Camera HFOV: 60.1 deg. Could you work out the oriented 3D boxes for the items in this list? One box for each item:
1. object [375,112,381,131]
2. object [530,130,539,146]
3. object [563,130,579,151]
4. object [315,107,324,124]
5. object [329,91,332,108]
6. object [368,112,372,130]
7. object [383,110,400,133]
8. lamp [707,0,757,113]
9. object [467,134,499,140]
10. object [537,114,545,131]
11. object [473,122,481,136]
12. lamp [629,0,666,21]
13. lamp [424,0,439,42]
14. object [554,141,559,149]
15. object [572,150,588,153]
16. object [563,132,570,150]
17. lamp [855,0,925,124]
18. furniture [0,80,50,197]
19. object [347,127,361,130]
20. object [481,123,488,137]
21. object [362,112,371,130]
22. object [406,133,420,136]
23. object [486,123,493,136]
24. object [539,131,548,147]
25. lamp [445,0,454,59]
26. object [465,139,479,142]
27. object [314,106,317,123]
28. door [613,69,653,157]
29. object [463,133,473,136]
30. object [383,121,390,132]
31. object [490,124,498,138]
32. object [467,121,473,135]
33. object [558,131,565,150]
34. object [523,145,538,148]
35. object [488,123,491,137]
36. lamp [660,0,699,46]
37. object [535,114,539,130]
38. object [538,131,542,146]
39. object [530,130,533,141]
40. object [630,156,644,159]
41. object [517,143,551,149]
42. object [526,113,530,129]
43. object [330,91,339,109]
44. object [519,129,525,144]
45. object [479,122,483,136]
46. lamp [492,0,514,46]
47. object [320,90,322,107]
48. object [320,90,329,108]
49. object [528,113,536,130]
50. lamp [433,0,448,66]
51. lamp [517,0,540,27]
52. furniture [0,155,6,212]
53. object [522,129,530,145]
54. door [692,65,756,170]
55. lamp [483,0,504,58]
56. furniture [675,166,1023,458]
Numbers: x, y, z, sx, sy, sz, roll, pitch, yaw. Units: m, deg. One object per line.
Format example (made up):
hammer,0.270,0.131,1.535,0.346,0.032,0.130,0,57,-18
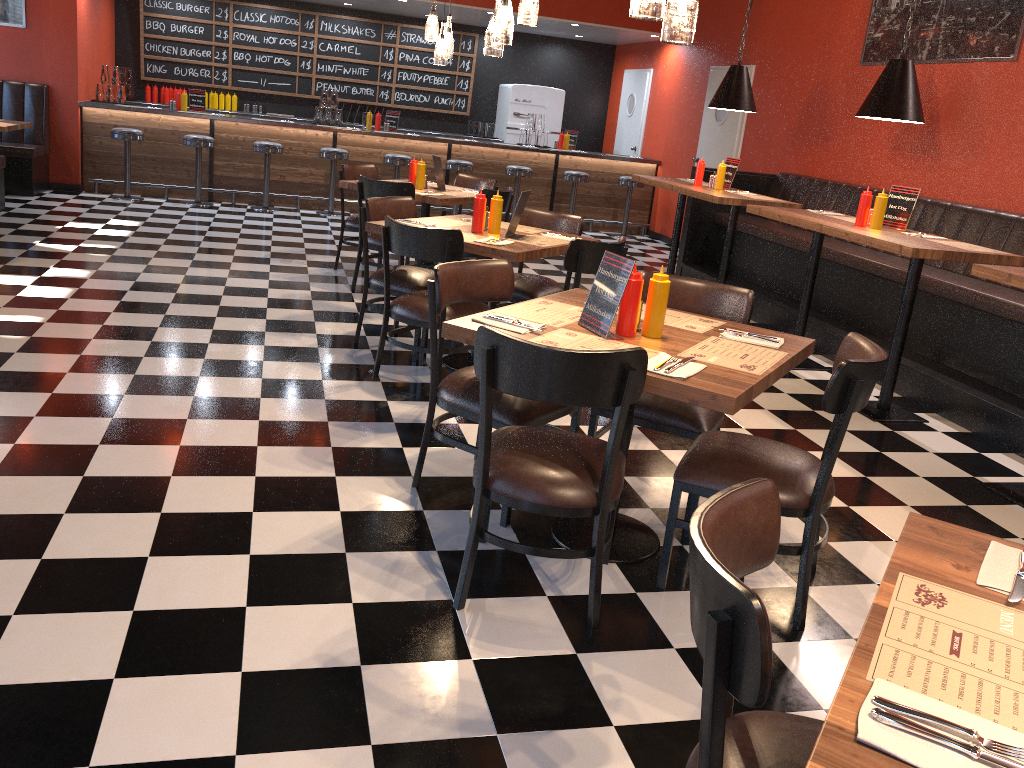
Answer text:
object,-1.677,-3.295,11.095,0.068,0.235,0.068,6,15,-3
object,0.301,-3.228,11.646,0.106,0.206,0.106,15,18,28
object,0.775,-3.259,11.843,0.189,0.254,0.073,12,16,19
object,-2.373,-3.309,10.932,0.106,0.206,0.106,15,18,28
object,-2.217,-3.535,11.015,0.106,0.206,0.106,15,18,28
object,-1.787,-3.308,11.097,0.068,0.235,0.068,6,15,-3
object,-1.515,-3.303,11.148,0.189,0.254,0.073,12,16,19
lamp,1.835,-3.117,6.684,0.383,2.021,0.385,14,17,25
object,-0.416,-3.583,12.850,0.436,0.018,0.276,2,18,-15
object,0.381,-3.424,11.607,0.106,0.206,0.106,15,18,28
object,-0.507,-3.653,12.723,0.106,0.206,0.106,15,18,28
lamp,0.525,-2.076,2.520,0.108,1.944,0.109,-3,18,-33
lamp,-0.516,-3.567,6.560,0.108,1.944,0.109,0,16,-23
object,0.606,-3.187,11.756,0.093,0.134,0.047,1,16,-20
object,0.881,-3.054,11.621,0.157,0.019,0.258,0,18,-20
object,0.724,-3.215,11.715,0.068,0.235,0.068,20,20,41
lamp,2.301,-2.503,4.880,0.383,2.021,0.385,14,17,25
furniture,-5.885,-2.655,9.313,1.708,1.141,0.714,2,16,-15
object,-1.933,-3.122,10.815,0.157,0.019,0.258,0,18,-19
object,-0.403,-3.665,12.800,0.106,0.206,0.106,15,18,28
object,-1.802,-3.247,10.944,0.106,0.206,0.106,15,18,28
object,-1.228,-3.094,10.981,0.157,0.019,0.258,6,17,0
object,-0.336,-3.749,13.096,0.106,0.206,0.106,15,18,28
object,0.421,-3.222,11.671,0.106,0.206,0.106,15,18,28
lamp,-0.401,-3.439,6.566,0.108,1.944,0.109,-2,17,-28
object,-0.512,-3.085,11.212,0.157,0.019,0.258,2,18,-14
object,-2.412,-3.345,11.032,0.106,0.206,0.106,15,18,28
door,1.652,-3.424,12.822,0.161,2.155,1.039,2,16,-15
object,-0.496,-3.679,13.131,0.436,0.018,0.276,2,18,-15
object,-1.567,-3.220,11.069,0.094,0.134,0.047,17,18,33
object,-0.267,-3.645,12.784,0.106,0.206,0.106,15,18,28
object,-0.618,-3.786,13.112,0.106,0.206,0.106,15,18,28
object,0.650,-3.206,11.657,0.068,0.235,0.068,11,16,15
object,0.229,-3.064,11.417,0.157,0.019,0.258,0,18,-19
object,-0.302,-3.681,12.890,0.106,0.206,0.106,15,18,28
lamp,0.634,-2.021,2.580,0.108,1.944,0.110,5,15,-4
object,0.349,-3.460,11.710,0.106,0.206,0.106,15,18,28
object,0.382,-3.260,11.777,0.106,0.206,0.106,15,18,28
object,0.267,-3.263,11.746,0.106,0.206,0.106,15,18,28
object,1.664,-3.031,11.833,0.157,0.019,0.258,5,17,-6
object,0.291,-3.155,11.731,0.436,0.018,0.276,2,18,-15
object,0.239,-3.460,11.671,0.106,0.206,0.106,15,18,28
object,-2.184,-3.499,10.912,0.106,0.206,0.106,15,18,28
object,0.153,-3.270,11.727,0.106,0.206,0.106,15,18,28
object,-0.484,-3.786,13.158,0.106,0.206,0.106,15,18,28
lamp,0.055,-2.706,4.376,0.109,1.944,0.109,14,17,25
object,-2.327,-3.535,10.975,0.106,0.206,0.106,15,18,28
object,-2.301,-3.506,10.892,0.106,0.206,0.106,15,18,28
object,0.265,-3.431,11.587,0.106,0.206,0.106,15,18,28
lamp,-0.438,-3.350,6.465,0.109,1.944,0.109,15,17,30
lamp,0.186,-2.816,4.401,0.109,1.944,0.109,-7,20,-42
furniture,-5.477,-2.119,7.738,1.708,1.141,0.714,2,16,-15
object,0.193,-3.235,11.627,0.106,0.206,0.106,15,18,28
door,2.328,-2.535,10.207,0.161,2.155,1.039,2,16,-15
lamp,0.005,-2.689,4.502,0.108,1.944,0.110,5,15,-4
furniture,3.226,-0.150,4.587,1.103,1.136,8.863,2,18,-15
